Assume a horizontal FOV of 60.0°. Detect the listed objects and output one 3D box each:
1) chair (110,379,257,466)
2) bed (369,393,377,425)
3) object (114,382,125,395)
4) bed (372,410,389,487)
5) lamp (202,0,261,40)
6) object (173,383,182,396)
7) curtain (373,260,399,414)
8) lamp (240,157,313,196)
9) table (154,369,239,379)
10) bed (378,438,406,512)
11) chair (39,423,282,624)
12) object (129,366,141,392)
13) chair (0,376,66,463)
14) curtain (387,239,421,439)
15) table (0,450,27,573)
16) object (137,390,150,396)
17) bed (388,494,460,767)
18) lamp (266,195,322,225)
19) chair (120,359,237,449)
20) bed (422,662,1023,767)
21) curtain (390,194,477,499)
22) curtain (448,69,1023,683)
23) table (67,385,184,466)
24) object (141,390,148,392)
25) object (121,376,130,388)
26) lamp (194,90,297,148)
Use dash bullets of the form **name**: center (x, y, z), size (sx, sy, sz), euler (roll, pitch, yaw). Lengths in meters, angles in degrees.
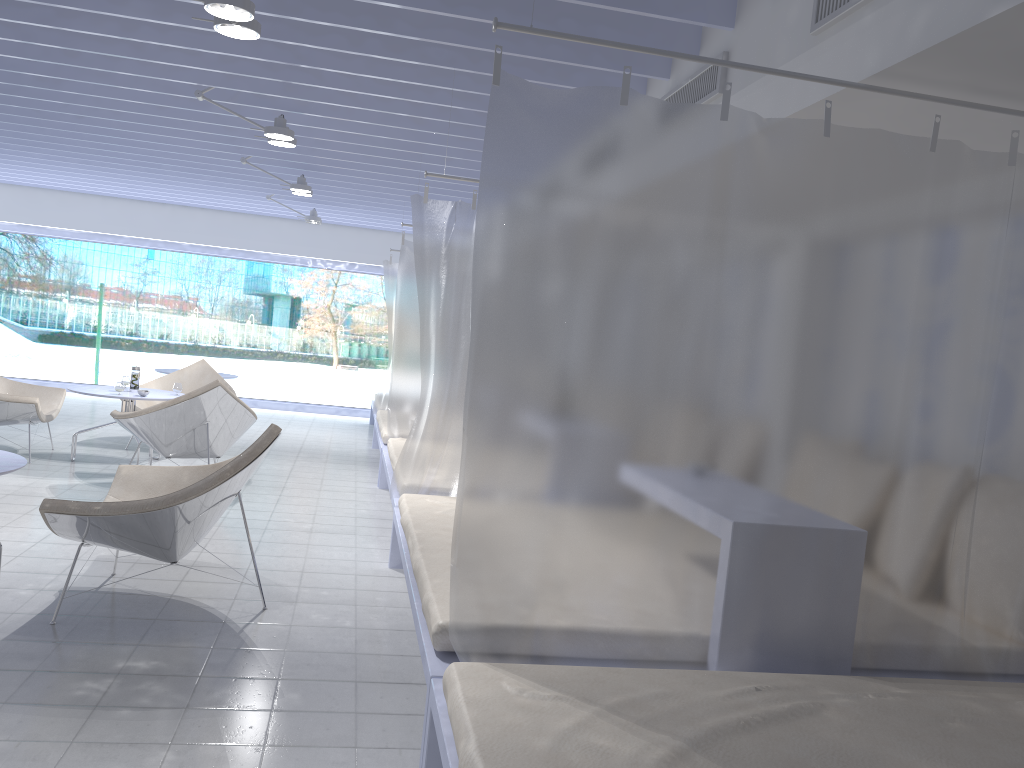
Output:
- **chair**: center (-2.106, 0.314, 5.872), size (0.906, 0.759, 0.753), euler (4, 3, -40)
- **bed**: center (-0.566, 0.450, 10.082), size (2.022, 0.422, 2.200), euler (5, 3, -10)
- **object**: center (-2.748, 0.031, 6.213), size (0.068, 0.091, 0.068), euler (7, 3, 18)
- **bed**: center (-0.197, 0.587, 7.907), size (2.016, 0.427, 2.200), euler (5, 3, -10)
- **lamp**: center (-1.211, -1.447, 3.197), size (0.587, 0.218, 0.380), euler (5, 3, -10)
- **object**: center (-2.495, 0.039, 6.616), size (0.068, 0.091, 0.068), euler (5, 3, -18)
- **curtain**: center (-0.347, -0.375, 8.947), size (2.050, 1.552, 0.151), euler (5, 3, -10)
- **lamp**: center (-1.938, -1.713, 7.304), size (0.587, 0.218, 0.380), euler (5, 3, -10)
- **table**: center (-3.292, 0.151, 9.203), size (0.825, 0.534, 0.823), euler (8, 3, 37)
- **bed**: center (0.202, 0.731, 5.742), size (2.022, 0.422, 2.200), euler (5, 3, -10)
- **chair**: center (-1.329, 0.503, 3.556), size (0.753, 0.759, 0.906), euler (6, 3, -7)
- **object**: center (-2.777, -0.036, 6.534), size (0.075, 0.189, 0.075), euler (5, 3, -19)
- **chair**: center (-3.727, 0.121, 6.398), size (0.753, 0.759, 0.906), euler (5, 3, -15)
- **curtain**: center (0.076, -0.210, 6.775), size (1.998, 1.559, 0.125), euler (5, 3, -12)
- **table**: center (-2.254, 0.535, 3.230), size (0.825, 0.534, 0.823), euler (4, 3, -33)
- **object**: center (-2.611, 0.066, 6.282), size (0.082, 0.043, 0.082), euler (4, 4, -42)
- **bed**: center (0.571, 0.868, 3.567), size (2.016, 0.427, 2.200), euler (5, 3, -10)
- **lamp**: center (-2.305, -1.848, 9.377), size (0.587, 0.218, 0.380), euler (5, 3, -10)
- **chair**: center (-2.769, 0.169, 7.528), size (0.906, 0.759, 0.753), euler (6, 3, 0)
- **bed**: center (0.956, 1.009, 1.394), size (2.016, 0.427, 2.200), euler (5, 3, -10)
- **curtain**: center (0.422, -0.094, 4.606), size (2.050, 1.552, 0.151), euler (5, 3, -10)
- **curtain**: center (0.845, 0.072, 2.432), size (1.998, 1.559, 0.125), euler (5, 3, -12)
- **table**: center (-2.836, 0.322, 6.523), size (0.825, 0.534, 0.823), euler (5, 3, -19)
- **object**: center (-2.591, 0.050, 6.255), size (0.012, 0.016, 0.098), euler (3, 4, -44)
- **object**: center (-2.940, -0.014, 6.749), size (0.068, 0.091, 0.068), euler (7, 3, 12)
- **lamp**: center (-1.574, -1.580, 5.251), size (0.587, 0.218, 0.380), euler (5, 3, -10)
